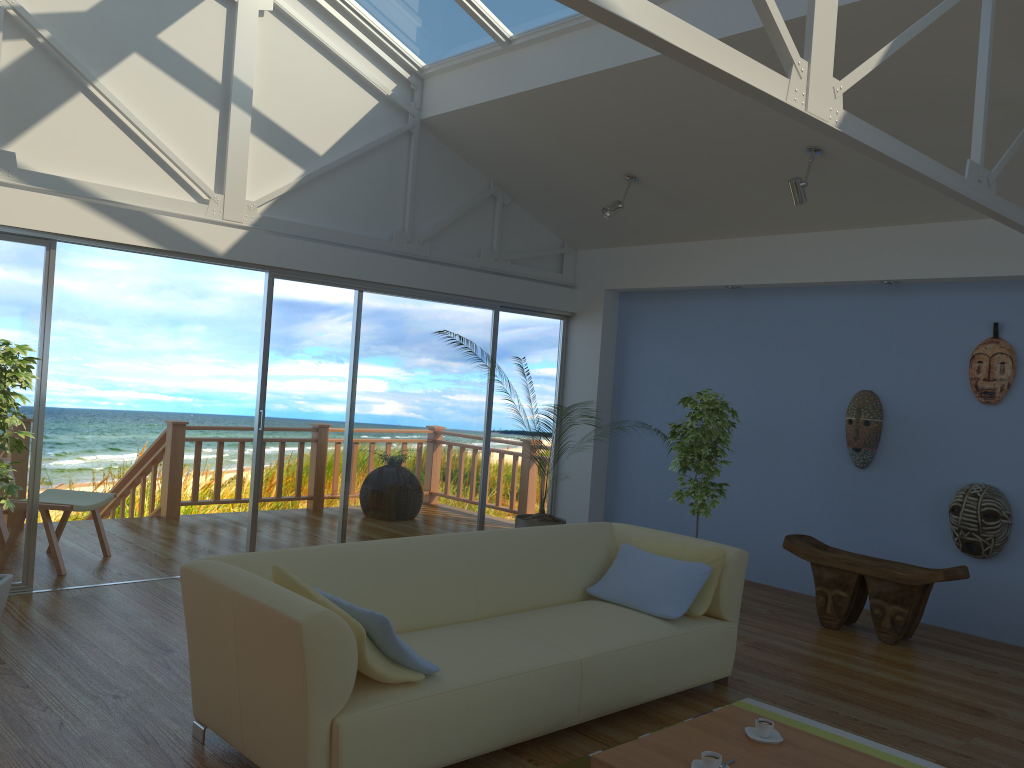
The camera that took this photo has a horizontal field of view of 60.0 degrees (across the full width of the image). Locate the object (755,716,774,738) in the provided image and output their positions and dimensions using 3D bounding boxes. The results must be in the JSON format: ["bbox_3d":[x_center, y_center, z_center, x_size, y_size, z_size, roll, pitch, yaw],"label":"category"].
[{"bbox_3d":[0.869,1.170,3.052,0.062,0.077,0.086,4,0,17],"label":"object"}]

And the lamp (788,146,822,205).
[{"bbox_3d":[1.742,-1.245,5.305,0.195,0.351,0.127,4,0,-26],"label":"lamp"}]

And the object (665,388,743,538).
[{"bbox_3d":[1.238,0.732,5.779,0.495,1.409,0.699,4,0,0],"label":"object"}]

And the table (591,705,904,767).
[{"bbox_3d":[0.806,1.309,2.782,0.800,0.198,0.800,4,0,-43],"label":"table"}]

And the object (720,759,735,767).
[{"bbox_3d":[0.675,1.190,2.790,0.025,0.021,0.119,4,0,38],"label":"object"}]

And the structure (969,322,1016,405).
[{"bbox_3d":[2.955,-0.127,5.467,0.063,0.508,0.264,4,0,-43],"label":"structure"}]

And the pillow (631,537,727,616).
[{"bbox_3d":[0.731,0.897,4.250,0.201,0.311,0.559,4,0,-43],"label":"pillow"}]

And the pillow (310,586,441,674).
[{"bbox_3d":[-0.508,0.851,3.100,0.566,0.244,0.272,4,0,44],"label":"pillow"}]

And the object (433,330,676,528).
[{"bbox_3d":[0.354,0.522,6.534,1.563,1.695,1.706,4,0,38],"label":"object"}]

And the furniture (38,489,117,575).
[{"bbox_3d":[-2.904,0.929,5.676,0.449,0.427,0.619,4,0,2],"label":"furniture"}]

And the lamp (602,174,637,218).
[{"bbox_3d":[0.760,-1.332,6.305,0.254,0.327,0.118,4,0,-26],"label":"lamp"}]

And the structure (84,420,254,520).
[{"bbox_3d":[-3.432,1.158,7.218,6.950,2.064,4.086,4,0,-43],"label":"structure"}]

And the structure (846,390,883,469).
[{"bbox_3d":[2.364,0.308,6.022,0.115,0.541,0.254,4,0,-43],"label":"structure"}]

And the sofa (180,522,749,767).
[{"bbox_3d":[-0.040,0.998,3.730,2.448,0.597,0.950,4,0,-43],"label":"sofa"}]

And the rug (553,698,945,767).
[{"bbox_3d":[0.786,1.416,2.792,2.100,0.018,1.400,4,0,-43],"label":"rug"}]

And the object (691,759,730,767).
[{"bbox_3d":[0.612,1.191,2.730,0.118,0.016,0.118,4,0,13],"label":"object"}]

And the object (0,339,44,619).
[{"bbox_3d":[-2.518,0.472,4.247,0.699,1.409,0.495,4,0,20],"label":"object"}]

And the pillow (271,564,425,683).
[{"bbox_3d":[-0.569,0.810,3.028,0.571,0.312,0.275,4,0,44],"label":"pillow"}]

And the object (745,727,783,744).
[{"bbox_3d":[0.864,1.208,3.043,0.118,0.016,0.118,4,0,2],"label":"object"}]

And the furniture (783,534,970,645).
[{"bbox_3d":[2.151,1.251,5.360,0.329,0.507,1.100,4,0,-43],"label":"furniture"}]

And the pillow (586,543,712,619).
[{"bbox_3d":[0.630,0.927,4.173,0.272,0.244,0.566,4,0,-41],"label":"pillow"}]

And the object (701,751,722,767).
[{"bbox_3d":[0.612,1.167,2.737,0.062,0.049,0.078,4,0,-7],"label":"object"}]

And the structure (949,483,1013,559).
[{"bbox_3d":[2.838,0.846,5.433,0.185,0.466,0.359,4,0,-43],"label":"structure"}]
